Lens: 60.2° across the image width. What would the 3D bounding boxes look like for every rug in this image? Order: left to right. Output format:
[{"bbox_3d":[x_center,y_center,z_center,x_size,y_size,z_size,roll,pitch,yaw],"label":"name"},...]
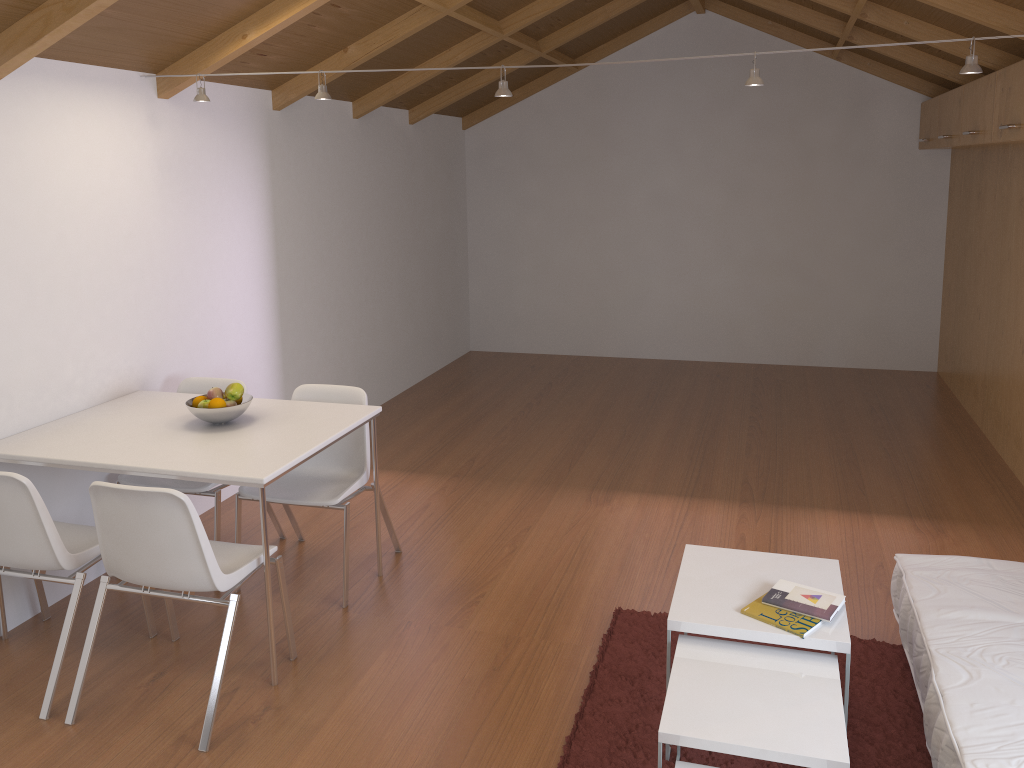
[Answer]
[{"bbox_3d":[0.959,1.235,1.994,1.887,0.020,2.515,3,14,16],"label":"rug"}]

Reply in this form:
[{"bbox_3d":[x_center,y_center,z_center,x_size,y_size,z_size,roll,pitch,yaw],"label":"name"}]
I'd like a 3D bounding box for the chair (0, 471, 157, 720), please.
[{"bbox_3d":[-1.666,0.613,3.090,0.531,0.775,0.554,2,11,16],"label":"chair"}]

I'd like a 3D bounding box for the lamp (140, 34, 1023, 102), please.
[{"bbox_3d":[0.162,-1.214,3.463,3.831,0.151,0.073,3,11,17],"label":"lamp"}]

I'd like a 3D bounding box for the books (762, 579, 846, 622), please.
[{"bbox_3d":[0.841,0.623,2.548,0.194,0.016,0.154,9,17,35],"label":"books"}]

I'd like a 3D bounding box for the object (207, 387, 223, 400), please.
[{"bbox_3d":[-1.170,0.046,3.486,0.062,0.066,0.064,-9,14,-34],"label":"object"}]

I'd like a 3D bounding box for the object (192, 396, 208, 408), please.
[{"bbox_3d":[-1.228,0.080,3.492,0.068,0.065,0.068,-7,13,-28],"label":"object"}]

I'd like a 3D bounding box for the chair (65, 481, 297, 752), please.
[{"bbox_3d":[-1.096,0.645,2.921,0.531,0.775,0.554,2,11,16],"label":"chair"}]

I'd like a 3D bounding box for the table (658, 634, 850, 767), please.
[{"bbox_3d":[0.616,0.964,2.271,0.425,0.378,0.465,3,13,16],"label":"table"}]

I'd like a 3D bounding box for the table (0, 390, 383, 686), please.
[{"bbox_3d":[-1.242,0.527,3.501,1.210,0.733,0.911,3,13,16],"label":"table"}]

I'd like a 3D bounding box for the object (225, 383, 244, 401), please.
[{"bbox_3d":[-1.094,0.030,3.484,0.070,0.068,0.078,3,12,17],"label":"object"}]

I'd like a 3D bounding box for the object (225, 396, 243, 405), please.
[{"bbox_3d":[-1.113,0.060,3.537,0.068,0.067,0.068,-2,12,-7],"label":"object"}]

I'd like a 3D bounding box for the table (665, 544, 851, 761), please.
[{"bbox_3d":[0.748,0.828,2.703,0.486,0.432,0.532,3,13,16],"label":"table"}]

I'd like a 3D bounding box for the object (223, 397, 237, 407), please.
[{"bbox_3d":[-1.118,0.096,3.471,0.080,0.088,0.079,-6,12,-23],"label":"object"}]

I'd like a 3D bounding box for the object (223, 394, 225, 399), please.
[{"bbox_3d":[-1.180,0.073,3.543,0.070,0.068,0.078,3,12,17],"label":"object"}]

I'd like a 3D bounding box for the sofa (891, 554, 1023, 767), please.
[{"bbox_3d":[1.422,0.929,1.917,0.863,0.620,2.387,3,14,16],"label":"sofa"}]

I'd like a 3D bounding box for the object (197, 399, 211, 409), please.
[{"bbox_3d":[-1.189,0.095,3.441,0.071,0.077,0.069,-9,14,-35],"label":"object"}]

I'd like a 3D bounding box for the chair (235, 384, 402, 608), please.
[{"bbox_3d":[-0.836,0.431,3.778,0.531,0.775,0.554,2,11,16],"label":"chair"}]

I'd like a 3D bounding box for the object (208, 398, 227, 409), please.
[{"bbox_3d":[-1.134,0.086,3.403,0.068,0.067,0.068,-2,12,-7],"label":"object"}]

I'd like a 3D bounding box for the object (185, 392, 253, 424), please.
[{"bbox_3d":[-1.151,0.107,3.488,0.256,0.089,0.257,-9,15,-30],"label":"object"}]

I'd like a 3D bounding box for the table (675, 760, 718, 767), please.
[{"bbox_3d":[0.503,1.095,1.899,0.342,0.304,0.374,3,13,16],"label":"table"}]

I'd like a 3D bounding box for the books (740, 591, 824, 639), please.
[{"bbox_3d":[0.772,0.652,2.500,0.154,0.016,0.194,-14,19,-42],"label":"books"}]

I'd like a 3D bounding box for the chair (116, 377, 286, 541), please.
[{"bbox_3d":[-1.406,0.399,3.948,0.531,0.775,0.554,2,11,16],"label":"chair"}]
